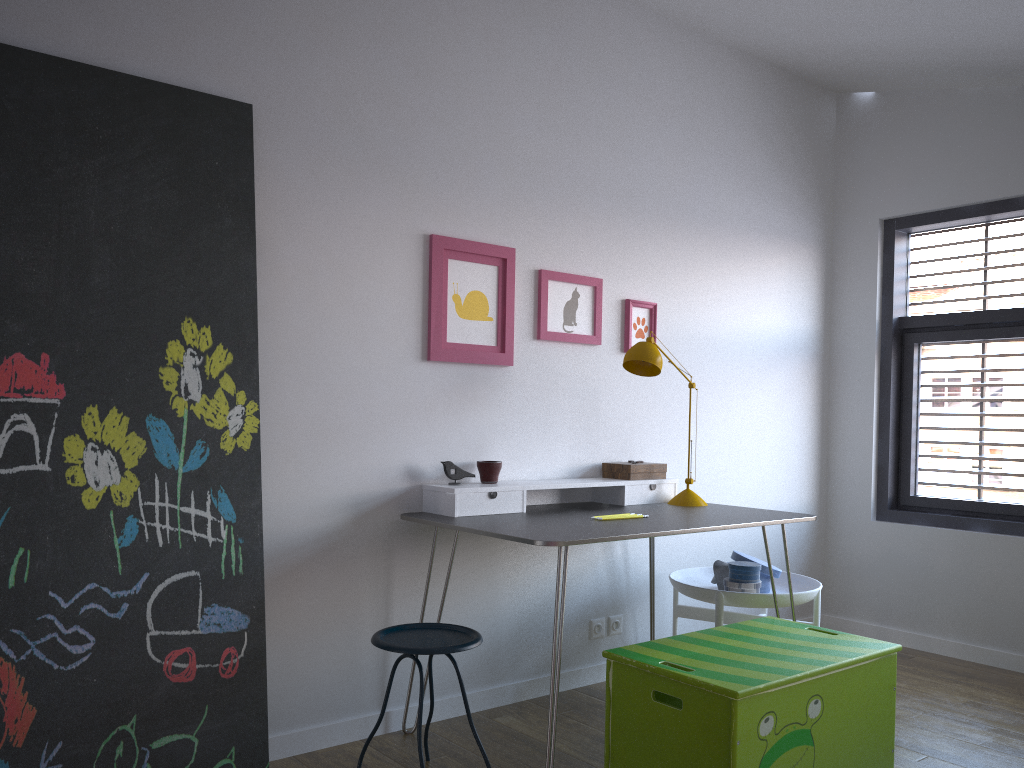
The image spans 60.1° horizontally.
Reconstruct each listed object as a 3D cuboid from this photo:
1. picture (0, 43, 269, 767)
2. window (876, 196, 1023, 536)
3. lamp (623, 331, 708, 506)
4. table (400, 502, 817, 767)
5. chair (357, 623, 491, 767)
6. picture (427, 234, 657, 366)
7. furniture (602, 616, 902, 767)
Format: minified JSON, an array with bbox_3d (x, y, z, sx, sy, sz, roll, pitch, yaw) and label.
[{"bbox_3d":[-1.111,0.152,2.298,0.958,2.020,0.207,1,1,-39],"label":"picture"},{"bbox_3d":[3.464,1.347,2.761,0.295,4.560,4.960,0,0,-39],"label":"window"},{"bbox_3d":[0.599,0.143,3.395,0.161,0.666,0.558,2,0,35],"label":"lamp"},{"bbox_3d":[0.358,0.840,3.128,1.336,0.759,0.807,2,-1,-39],"label":"table"},{"bbox_3d":[-0.250,0.959,2.578,0.325,0.462,0.364,1,0,-39],"label":"chair"},{"bbox_3d":[0.165,-0.280,3.450,1.154,0.440,0.027,2,0,-38],"label":"picture"},{"bbox_3d":[0.722,0.994,2.639,0.813,0.419,0.481,2,-1,-39],"label":"furniture"}]
